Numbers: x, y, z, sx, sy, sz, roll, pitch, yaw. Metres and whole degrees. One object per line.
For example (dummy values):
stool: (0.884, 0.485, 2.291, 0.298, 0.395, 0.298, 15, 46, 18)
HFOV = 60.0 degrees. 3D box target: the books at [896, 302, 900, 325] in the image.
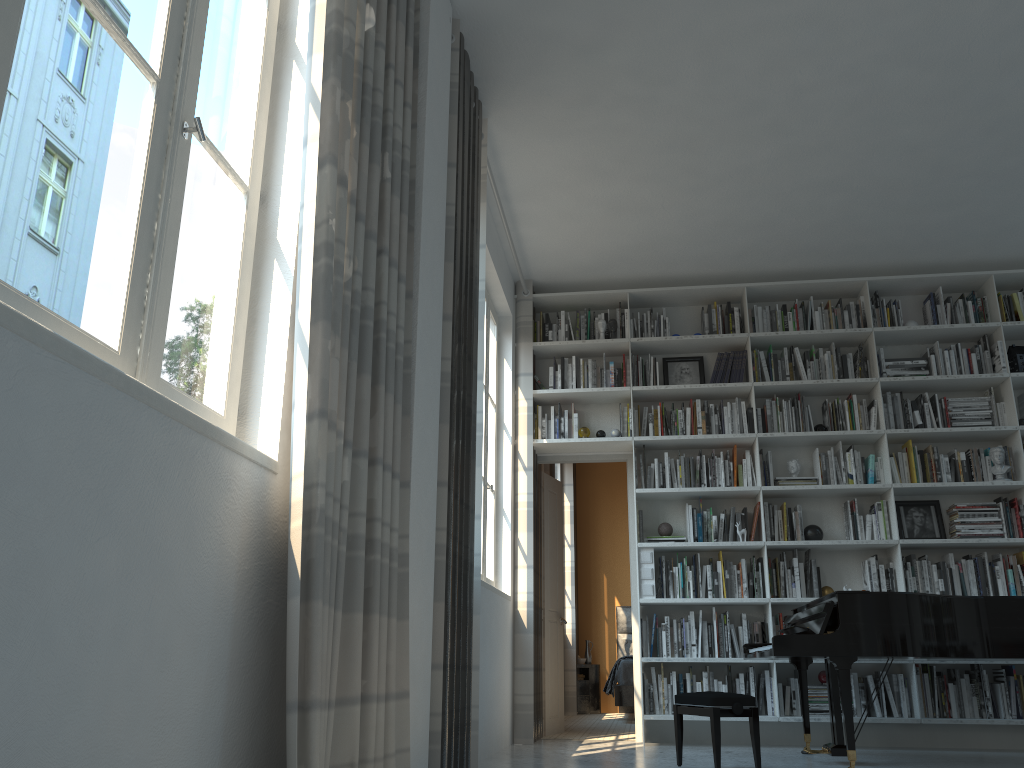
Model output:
books: (2.761, -0.450, 6.388, 0.013, 0.248, 0.148, -2, -18, 8)

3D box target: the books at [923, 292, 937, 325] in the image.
books: (2.992, -0.486, 6.341, 0.014, 0.291, 0.176, -2, -18, 8)

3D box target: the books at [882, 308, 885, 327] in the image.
books: (2.663, -0.425, 6.396, 0.011, 0.204, 0.146, -2, -18, 8)

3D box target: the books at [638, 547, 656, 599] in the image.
books: (0.918, 1.305, 6.050, 0.106, 0.339, 0.308, -2, -18, 8)

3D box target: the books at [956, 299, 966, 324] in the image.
books: (3.182, -0.465, 6.312, 0.023, 0.235, 0.154, -2, -18, 8)

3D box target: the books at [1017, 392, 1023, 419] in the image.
books: (3.511, 0.202, 6.069, 0.018, 0.284, 0.160, -2, -18, 8)

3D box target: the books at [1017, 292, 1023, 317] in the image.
books: (3.586, -0.494, 6.274, 0.030, 0.273, 0.152, -2, -18, 8)

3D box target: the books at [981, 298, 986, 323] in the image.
books: (3.327, -0.470, 6.306, 0.014, 0.243, 0.145, -2, -18, 8)

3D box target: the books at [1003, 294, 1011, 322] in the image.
books: (3.492, -0.487, 6.279, 0.008, 0.261, 0.142, -2, -18, 8)

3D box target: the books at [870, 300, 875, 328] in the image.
books: (2.569, -0.452, 6.390, 0.026, 0.252, 0.186, -2, -18, 8)

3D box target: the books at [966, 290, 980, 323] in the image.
books: (3.286, -0.500, 6.319, 0.012, 0.307, 0.138, -2, -18, 8)

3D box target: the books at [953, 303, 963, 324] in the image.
books: (3.154, -0.449, 6.306, 0.033, 0.202, 0.167, -2, -18, 8)

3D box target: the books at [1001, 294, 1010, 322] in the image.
books: (3.470, -0.488, 6.274, 0.034, 0.260, 0.158, -2, -18, 8)

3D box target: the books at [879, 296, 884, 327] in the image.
books: (2.651, -0.471, 6.399, 0.010, 0.295, 0.153, -2, -18, 8)

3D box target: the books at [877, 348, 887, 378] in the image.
books: (2.602, -0.105, 6.268, 0.021, 0.248, 0.192, -2, -18, 8)

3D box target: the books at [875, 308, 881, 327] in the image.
books: (2.618, -0.424, 6.381, 0.026, 0.194, 0.167, -2, -18, 8)

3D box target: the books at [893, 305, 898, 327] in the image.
books: (2.740, -0.440, 6.370, 0.016, 0.218, 0.144, -2, -18, 8)

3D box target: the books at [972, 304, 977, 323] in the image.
books: (3.274, -0.448, 6.311, 0.014, 0.203, 0.135, -2, -18, 8)

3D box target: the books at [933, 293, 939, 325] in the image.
books: (3.016, -0.486, 6.345, 0.011, 0.295, 0.158, -2, -18, 8)

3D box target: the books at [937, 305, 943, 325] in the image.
books: (3.038, -0.442, 6.341, 0.031, 0.208, 0.147, -2, -18, 8)

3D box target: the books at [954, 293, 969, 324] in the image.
books: (3.197, -0.486, 6.301, 0.010, 0.269, 0.180, -2, -18, 8)

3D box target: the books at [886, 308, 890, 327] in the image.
books: (2.689, -0.426, 6.377, 0.023, 0.195, 0.173, -2, -18, 8)

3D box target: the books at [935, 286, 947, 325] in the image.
books: (3.055, -0.508, 6.336, 0.010, 0.330, 0.186, -2, -18, 8)

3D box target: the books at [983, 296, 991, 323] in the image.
books: (3.358, -0.478, 6.302, 0.022, 0.256, 0.137, -2, -18, 8)

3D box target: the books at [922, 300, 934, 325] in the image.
books: (2.982, -0.458, 6.352, 0.012, 0.244, 0.151, -2, -18, 8)

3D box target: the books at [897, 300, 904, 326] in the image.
books: (2.780, -0.459, 6.371, 0.011, 0.255, 0.144, -2, -18, 8)

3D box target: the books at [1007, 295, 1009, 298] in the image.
books: (3.516, -0.483, 6.293, 0.007, 0.263, 0.133, -2, -18, 8)

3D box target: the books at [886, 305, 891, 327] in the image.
books: (2.706, -0.438, 6.400, 0.006, 0.232, 0.136, -2, -18, 8)

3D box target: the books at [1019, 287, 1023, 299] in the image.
books: (3.604, -0.511, 6.258, 0.010, 0.296, 0.168, -2, -18, 8)

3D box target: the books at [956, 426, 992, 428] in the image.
books: (3.131, 0.320, 6.080, 0.254, 0.012, 0.161, -3, -18, 11)

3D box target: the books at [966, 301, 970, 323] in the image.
books: (3.209, -0.458, 6.302, 0.012, 0.216, 0.180, -2, -18, 8)

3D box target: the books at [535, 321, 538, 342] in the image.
books: (0.191, -0.347, 6.724, 0.024, 0.227, 0.130, -2, -18, 8)

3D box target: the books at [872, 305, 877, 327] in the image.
books: (2.596, -0.435, 6.401, 0.023, 0.227, 0.157, -2, -18, 8)

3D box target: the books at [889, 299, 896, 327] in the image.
books: (2.726, -0.460, 6.383, 0.013, 0.263, 0.147, -2, -18, 8)

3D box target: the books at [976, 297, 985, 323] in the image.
books: (3.305, -0.472, 6.299, 0.028, 0.243, 0.161, -2, -18, 8)

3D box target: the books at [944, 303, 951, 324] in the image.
books: (3.085, -0.450, 6.318, 0.050, 0.210, 0.173, -2, -18, 8)

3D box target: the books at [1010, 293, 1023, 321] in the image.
books: (3.542, -0.490, 6.257, 0.054, 0.254, 0.191, -2, -18, 8)

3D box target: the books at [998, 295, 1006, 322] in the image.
books: (3.434, -0.482, 6.259, 0.007, 0.238, 0.192, -2, -18, 8)

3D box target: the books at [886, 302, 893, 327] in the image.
books: (2.714, -0.449, 6.388, 0.014, 0.247, 0.140, -2, -18, 8)

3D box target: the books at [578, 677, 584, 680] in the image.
books: (0.709, 3.312, 9.966, 0.129, 0.030, 0.182, -10, -20, 28)

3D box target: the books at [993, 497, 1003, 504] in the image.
books: (3.255, 0.908, 5.898, 0.011, 0.298, 0.130, -2, -18, 8)

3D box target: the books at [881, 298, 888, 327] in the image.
books: (2.670, -0.462, 6.378, 0.011, 0.264, 0.164, -2, -18, 8)

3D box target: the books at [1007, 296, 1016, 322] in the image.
books: (3.501, -0.479, 6.256, 0.015, 0.233, 0.171, -2, -18, 8)

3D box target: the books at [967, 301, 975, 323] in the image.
books: (3.224, -0.457, 6.281, 0.023, 0.201, 0.193, -2, -18, 8)

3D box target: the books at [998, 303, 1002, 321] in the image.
books: (3.427, -0.451, 6.278, 0.015, 0.192, 0.160, -2, -18, 8)

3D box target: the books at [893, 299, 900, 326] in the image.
books: (2.750, -0.458, 6.372, 0.005, 0.254, 0.168, -2, -18, 8)

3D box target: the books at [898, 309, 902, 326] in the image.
books: (2.771, -0.423, 6.368, 0.010, 0.186, 0.153, -2, -18, 8)

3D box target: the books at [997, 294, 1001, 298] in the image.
books: (3.443, -0.487, 6.276, 0.006, 0.259, 0.166, -2, -18, 8)

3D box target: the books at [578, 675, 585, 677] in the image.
books: (0.705, 3.287, 9.974, 0.189, 0.022, 0.134, 11, -21, -29)

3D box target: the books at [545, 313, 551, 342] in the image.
books: (0.273, -0.377, 6.698, 0.025, 0.268, 0.177, -2, -18, 8)

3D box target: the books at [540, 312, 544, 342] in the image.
books: (0.230, -0.382, 6.709, 0.014, 0.285, 0.175, -2, -18, 8)

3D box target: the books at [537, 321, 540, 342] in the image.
books: (0.213, -0.349, 6.711, 0.023, 0.222, 0.151, -2, -18, 8)

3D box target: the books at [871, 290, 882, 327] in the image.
books: (2.640, -0.491, 6.413, 0.014, 0.339, 0.145, -2, -18, 8)

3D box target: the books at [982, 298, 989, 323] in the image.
books: (3.339, -0.470, 6.295, 0.014, 0.238, 0.153, -2, -18, 8)

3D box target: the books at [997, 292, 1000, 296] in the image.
books: (3.451, -0.493, 6.288, 0.007, 0.278, 0.150, -2, -18, 8)

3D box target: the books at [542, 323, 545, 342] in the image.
books: (0.249, -0.339, 6.696, 0.024, 0.194, 0.167, -2, -18, 8)

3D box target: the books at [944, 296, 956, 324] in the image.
books: (3.126, -0.474, 6.339, 0.028, 0.269, 0.140, -2, -18, 8)
